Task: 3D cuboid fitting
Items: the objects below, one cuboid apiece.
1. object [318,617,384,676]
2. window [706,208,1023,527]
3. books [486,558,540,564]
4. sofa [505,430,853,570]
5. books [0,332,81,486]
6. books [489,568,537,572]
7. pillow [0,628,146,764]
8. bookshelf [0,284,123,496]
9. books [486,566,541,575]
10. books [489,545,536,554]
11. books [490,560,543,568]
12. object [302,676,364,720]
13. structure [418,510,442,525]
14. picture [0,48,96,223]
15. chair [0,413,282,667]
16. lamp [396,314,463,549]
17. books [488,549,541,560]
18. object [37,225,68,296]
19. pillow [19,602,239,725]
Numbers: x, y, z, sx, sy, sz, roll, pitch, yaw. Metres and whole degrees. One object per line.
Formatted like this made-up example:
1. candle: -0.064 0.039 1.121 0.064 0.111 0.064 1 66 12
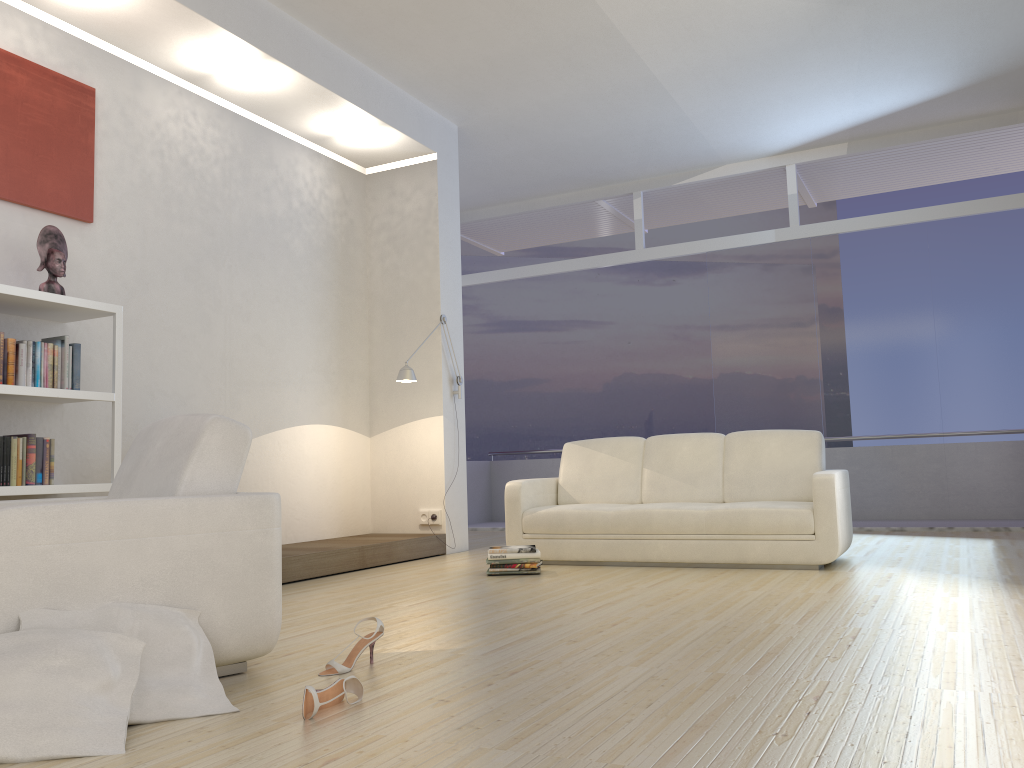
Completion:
1. object: -0.526 0.855 2.910 0.089 0.149 0.265 -7 -7 39
2. window: 3.308 -0.074 8.026 2.988 2.706 0.012 -5 -6 27
3. books: 0.011 1.090 5.502 0.328 0.027 0.247 -2 -6 2
4. sofa: 1.113 0.759 6.009 2.166 0.862 0.941 -5 -6 27
5. books: -2.441 0.107 4.141 0.215 0.743 0.831 -5 -6 27
6. books: 0.006 1.139 5.497 0.287 0.018 0.247 -2 -6 0
7. pillow: -1.274 0.762 2.139 0.712 0.287 0.299 -1 -6 -11
8. bookshelf: -2.597 0.239 4.005 0.465 1.396 1.599 -5 -6 27
9. books: 0.013 1.156 5.495 0.328 0.018 0.247 -2 -6 2
10. books: 0.003 1.027 5.509 0.287 0.025 0.247 -2 -6 0
11. books: 0.031 1.117 5.496 0.287 0.025 0.247 -3 -6 11
12. object: -0.521 0.841 2.400 0.121 0.091 0.287 -5 -6 25
13. structure: -0.648 1.052 6.988 0.206 0.114 0.028 -5 -6 27
14. picture: -3.135 -1.433 3.658 0.030 0.794 3.227 -5 -6 27
15. chair: -1.361 0.509 2.925 0.941 0.828 0.919 4 -8 -43
16. lamp: -0.641 0.356 6.795 0.204 1.841 0.891 -4 -6 22
17. books: 0.010 1.058 5.505 0.319 0.038 0.247 -2 -6 -2
18. object: -2.366 -0.619 4.572 0.133 0.409 0.138 0 -6 -17
19. pillow: -1.078 0.744 2.356 0.615 0.315 0.312 2 -7 -36
